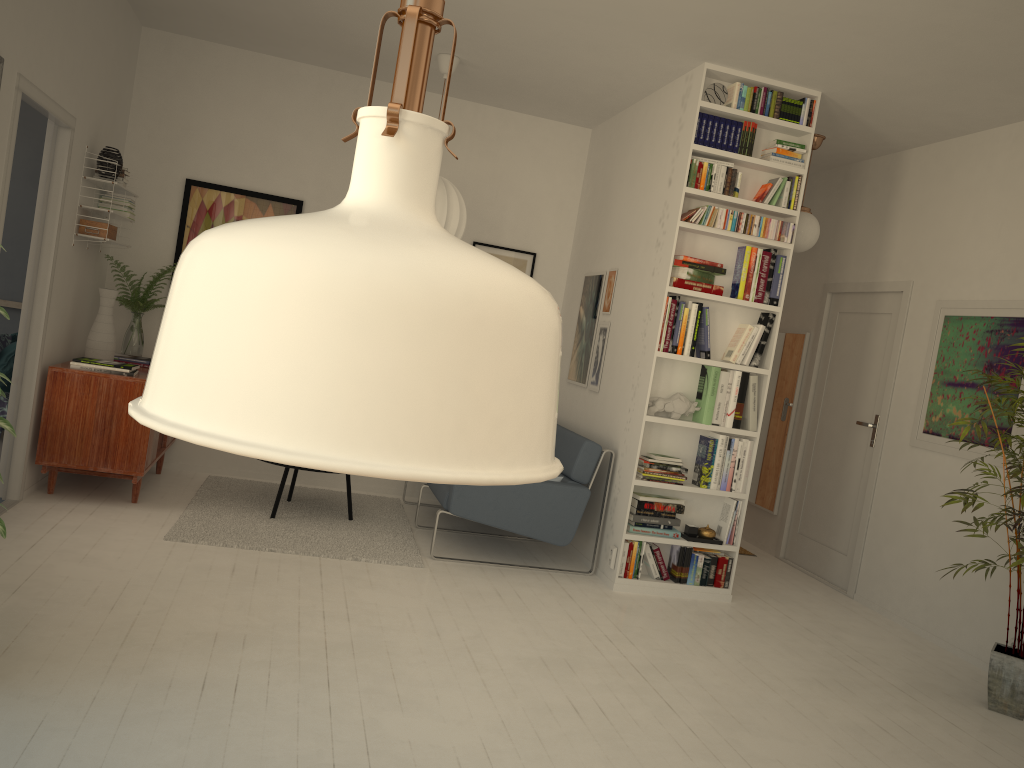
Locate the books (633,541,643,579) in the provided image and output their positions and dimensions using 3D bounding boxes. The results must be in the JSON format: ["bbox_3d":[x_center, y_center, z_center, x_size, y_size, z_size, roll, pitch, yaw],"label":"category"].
[{"bbox_3d":[0.679,0.968,5.008,0.021,0.215,0.174,9,3,-14],"label":"books"}]

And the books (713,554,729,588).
[{"bbox_3d":[1.168,1.060,5.124,0.056,0.180,0.202,9,3,-14],"label":"books"}]

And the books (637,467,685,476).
[{"bbox_3d":[0.829,0.488,4.994,0.250,0.008,0.135,8,3,-17],"label":"books"}]

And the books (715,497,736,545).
[{"bbox_3d":[1.213,0.776,5.124,0.034,0.257,0.209,9,3,-14],"label":"books"}]

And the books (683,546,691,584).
[{"bbox_3d":[0.957,1.009,5.068,0.015,0.214,0.202,9,3,-14],"label":"books"}]

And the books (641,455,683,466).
[{"bbox_3d":[0.831,0.426,4.994,0.212,0.017,0.165,9,3,-16],"label":"books"}]

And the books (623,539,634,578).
[{"bbox_3d":[0.626,0.966,4.985,0.026,0.206,0.187,9,3,-14],"label":"books"}]

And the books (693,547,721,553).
[{"bbox_3d":[1.096,0.945,5.078,0.165,0.006,0.103,9,3,-14],"label":"books"}]

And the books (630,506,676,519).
[{"bbox_3d":[0.781,0.717,5.003,0.247,0.039,0.143,9,3,-17],"label":"books"}]

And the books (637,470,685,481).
[{"bbox_3d":[0.823,0.511,4.987,0.248,0.009,0.171,9,3,-11],"label":"books"}]

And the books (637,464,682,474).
[{"bbox_3d":[0.820,0.477,4.972,0.237,0.012,0.120,8,3,-19],"label":"books"}]

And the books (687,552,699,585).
[{"bbox_3d":[0.994,1.033,5.093,0.044,0.179,0.224,9,3,-14],"label":"books"}]

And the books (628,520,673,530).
[{"bbox_3d":[0.764,0.782,5.020,0.241,0.024,0.168,8,3,-19],"label":"books"}]

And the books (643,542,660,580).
[{"bbox_3d":[0.766,0.988,5.018,0.135,0.200,0.134,9,3,-14],"label":"books"}]

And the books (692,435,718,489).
[{"bbox_3d":[1.083,0.437,5.057,0.057,0.284,0.200,9,3,-14],"label":"books"}]

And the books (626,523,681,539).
[{"bbox_3d":[0.782,0.819,5.028,0.297,0.038,0.204,9,3,-9],"label":"books"}]

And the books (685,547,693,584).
[{"bbox_3d":[0.970,1.011,5.077,0.015,0.214,0.202,9,3,-14],"label":"books"}]

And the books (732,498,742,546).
[{"bbox_3d":[1.260,0.783,5.117,0.007,0.257,0.181,9,3,-14],"label":"books"}]

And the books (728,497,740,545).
[{"bbox_3d":[1.250,0.781,5.128,0.008,0.256,0.185,9,3,-14],"label":"books"}]

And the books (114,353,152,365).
[{"bbox_3d":[-2.363,-0.156,5.525,0.368,0.020,0.255,9,3,-11],"label":"books"}]

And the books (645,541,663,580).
[{"bbox_3d":[0.796,0.996,5.018,0.118,0.192,0.118,9,3,-14],"label":"books"}]

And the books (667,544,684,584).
[{"bbox_3d":[0.914,1.003,5.055,0.015,0.214,0.202,9,3,-14],"label":"books"}]

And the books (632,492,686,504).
[{"bbox_3d":[0.812,0.640,5.020,0.297,0.024,0.162,8,3,-23],"label":"books"}]

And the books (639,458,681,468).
[{"bbox_3d":[0.818,0.439,4.983,0.221,0.010,0.169,9,3,-11],"label":"books"}]

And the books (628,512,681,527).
[{"bbox_3d":[0.781,0.753,5.006,0.297,0.039,0.165,8,3,-19],"label":"books"}]

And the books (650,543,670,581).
[{"bbox_3d":[0.824,1.004,5.033,0.131,0.188,0.136,9,3,-14],"label":"books"}]

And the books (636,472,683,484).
[{"bbox_3d":[0.812,0.522,4.977,0.246,0.014,0.173,9,3,-15],"label":"books"}]

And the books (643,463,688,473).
[{"bbox_3d":[0.854,0.462,5.001,0.235,0.025,0.163,9,3,-7],"label":"books"}]

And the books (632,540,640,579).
[{"bbox_3d":[0.662,0.969,5.003,0.012,0.206,0.194,9,3,-14],"label":"books"}]

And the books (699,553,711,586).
[{"bbox_3d":[1.067,1.052,5.106,0.048,0.163,0.209,9,3,-14],"label":"books"}]

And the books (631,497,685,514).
[{"bbox_3d":[0.805,0.677,5.007,0.285,0.047,0.185,9,3,-14],"label":"books"}]

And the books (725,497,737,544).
[{"bbox_3d":[1.221,0.777,5.128,0.030,0.256,0.198,9,3,-14],"label":"books"}]

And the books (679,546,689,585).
[{"bbox_3d":[0.944,1.008,5.057,0.015,0.214,0.202,9,3,-14],"label":"books"}]

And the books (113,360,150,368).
[{"bbox_3d":[-2.378,-0.137,5.517,0.371,0.022,0.259,9,3,-14],"label":"books"}]

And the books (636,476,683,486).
[{"bbox_3d":[0.815,0.534,4.981,0.247,0.009,0.170,9,3,-11],"label":"books"}]

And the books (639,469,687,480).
[{"bbox_3d":[0.842,0.500,5.018,0.255,0.014,0.197,9,3,-4],"label":"books"}]

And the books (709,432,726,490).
[{"bbox_3d":[1.128,0.429,5.079,0.037,0.311,0.241,9,3,-14],"label":"books"}]

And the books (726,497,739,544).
[{"bbox_3d":[1.238,0.782,5.096,0.033,0.258,0.130,9,3,-14],"label":"books"}]

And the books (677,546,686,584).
[{"bbox_3d":[0.927,1.004,5.066,0.015,0.214,0.202,9,3,-14],"label":"books"}]

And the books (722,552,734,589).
[{"bbox_3d":[1.206,1.066,5.153,0.032,0.176,0.230,9,3,-14],"label":"books"}]

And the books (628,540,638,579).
[{"bbox_3d":[0.650,0.967,4.986,0.020,0.210,0.185,9,3,-14],"label":"books"}]

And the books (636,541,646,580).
[{"bbox_3d":[0.697,0.971,4.997,0.010,0.215,0.194,9,3,-14],"label":"books"}]

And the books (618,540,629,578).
[{"bbox_3d":[0.592,0.965,4.981,0.039,0.199,0.185,9,3,-14],"label":"books"}]

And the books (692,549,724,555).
[{"bbox_3d":[1.103,0.954,5.100,0.193,0.012,0.130,9,3,-14],"label":"books"}]

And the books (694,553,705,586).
[{"bbox_3d":[1.030,1.040,5.096,0.032,0.176,0.222,9,3,-14],"label":"books"}]

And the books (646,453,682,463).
[{"bbox_3d":[0.850,0.412,4.976,0.166,0.019,0.127,8,3,-21],"label":"books"}]

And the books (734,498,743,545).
[{"bbox_3d":[1.271,0.786,5.111,0.011,0.256,0.139,9,3,-14],"label":"books"}]

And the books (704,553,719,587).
[{"bbox_3d":[1.111,1.054,5.131,0.050,0.170,0.221,9,3,-14],"label":"books"}]
